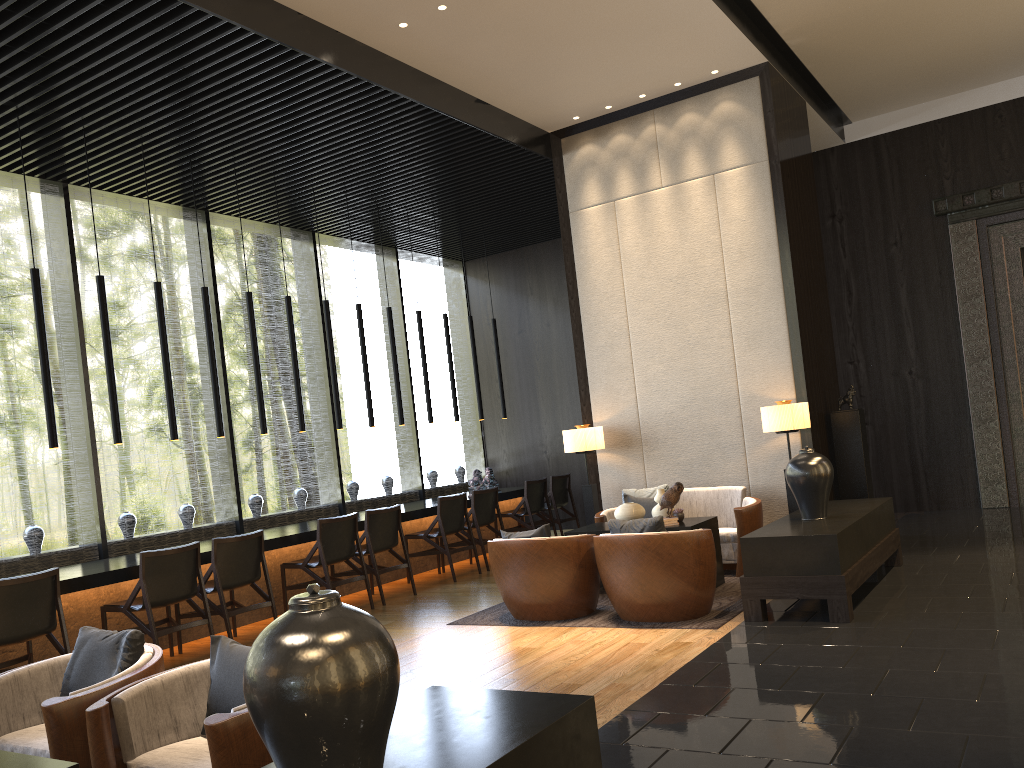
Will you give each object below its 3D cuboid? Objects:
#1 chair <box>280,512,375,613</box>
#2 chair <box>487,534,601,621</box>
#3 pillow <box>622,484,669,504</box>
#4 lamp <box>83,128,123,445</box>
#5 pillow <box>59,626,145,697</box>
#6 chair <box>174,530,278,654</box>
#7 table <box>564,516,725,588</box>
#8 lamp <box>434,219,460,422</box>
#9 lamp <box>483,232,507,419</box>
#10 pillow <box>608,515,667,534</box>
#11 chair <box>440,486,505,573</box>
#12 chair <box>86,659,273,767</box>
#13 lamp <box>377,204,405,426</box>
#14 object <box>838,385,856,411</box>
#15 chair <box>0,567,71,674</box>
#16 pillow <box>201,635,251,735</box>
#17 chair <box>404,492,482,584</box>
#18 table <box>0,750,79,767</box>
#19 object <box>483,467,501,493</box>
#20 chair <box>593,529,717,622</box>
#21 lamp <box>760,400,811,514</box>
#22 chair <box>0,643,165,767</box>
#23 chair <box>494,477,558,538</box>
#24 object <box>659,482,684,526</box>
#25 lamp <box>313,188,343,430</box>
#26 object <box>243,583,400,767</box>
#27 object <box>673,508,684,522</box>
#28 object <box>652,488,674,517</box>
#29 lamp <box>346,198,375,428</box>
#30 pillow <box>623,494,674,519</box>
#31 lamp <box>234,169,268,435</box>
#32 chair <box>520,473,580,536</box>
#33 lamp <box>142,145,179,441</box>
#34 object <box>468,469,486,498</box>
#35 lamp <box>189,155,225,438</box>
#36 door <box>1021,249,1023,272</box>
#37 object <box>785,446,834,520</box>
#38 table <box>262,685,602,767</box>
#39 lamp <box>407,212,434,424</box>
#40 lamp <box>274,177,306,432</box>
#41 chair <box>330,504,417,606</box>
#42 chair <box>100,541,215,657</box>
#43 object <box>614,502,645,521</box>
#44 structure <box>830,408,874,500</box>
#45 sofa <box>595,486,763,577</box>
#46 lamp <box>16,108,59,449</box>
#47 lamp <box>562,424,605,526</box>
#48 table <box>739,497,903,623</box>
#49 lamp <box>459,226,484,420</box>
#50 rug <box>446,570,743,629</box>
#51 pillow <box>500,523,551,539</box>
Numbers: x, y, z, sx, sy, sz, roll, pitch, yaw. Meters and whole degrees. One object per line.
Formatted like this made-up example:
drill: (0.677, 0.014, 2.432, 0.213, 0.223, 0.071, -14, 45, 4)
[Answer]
chair: (-1.556, 1.523, 7.417, 0.565, 0.826, 0.524, -7, -2, 32)
chair: (0.197, 1.358, 6.269, 0.806, 0.604, 0.605, -8, -3, 32)
pillow: (1.183, 1.101, 7.776, 0.433, 0.399, 0.201, -7, -1, 10)
lamp: (-3.071, -0.751, 6.608, 0.060, 2.419, 0.060, -7, -1, 27)
pillow: (-1.631, 1.163, 3.548, 0.400, 0.362, 0.221, -8, -2, 33)
chair: (-2.107, 1.526, 6.537, 0.565, 0.826, 0.524, -7, -2, 32)
table: (1.023, 1.344, 6.857, 1.045, 0.517, 0.574, -8, -3, 32)
lamp: (-0.772, -0.764, 10.279, 0.060, 2.419, 0.060, -7, -1, 27)
lamp: (-0.228, -0.767, 11.147, 0.060, 2.419, 0.060, -7, -1, 27)
pillow: (0.829, 1.031, 5.716, 0.400, 0.362, 0.221, -8, -2, 33)
chair: (-0.396, 1.516, 9.270, 0.565, 0.826, 0.524, -7, -2, 32)
chair: (-0.951, 1.266, 2.992, 0.806, 0.604, 0.605, -8, -3, 32)
lamp: (-1.306, -0.761, 9.427, 0.060, 2.419, 0.060, -7, -1, 27)
object: (2.948, 0.122, 7.794, 0.162, 0.217, 0.102, -7, -1, 20)
chair: (-2.949, 1.530, 5.193, 0.565, 0.826, 0.524, -7, -2, 32)
pillow: (-0.908, 1.054, 3.093, 0.443, 0.338, 0.204, -9, -2, 39)
chair: (-0.700, 1.518, 8.783, 0.565, 0.826, 0.524, -7, -2, 32)
table: (-1.741, 1.359, 2.444, 1.045, 0.517, 0.574, -8, -3, 32)
object: (-0.263, 1.123, 10.311, 0.163, 0.313, 0.210, -6, -2, -33)
chair: (0.917, 1.245, 5.814, 0.806, 0.604, 0.605, -8, -3, 32)
lamp: (2.292, 0.808, 7.218, 0.374, 1.350, 0.375, -6, -1, -10)
chair: (-1.670, 1.379, 3.447, 0.806, 0.604, 0.605, -8, -3, 32)
chair: (0.155, 1.513, 10.149, 0.565, 0.826, 0.524, -7, -2, 32)
object: (1.182, 0.894, 6.626, 0.228, 0.309, 0.174, -6, -1, -12)
lamp: (-1.809, -0.758, 8.623, 0.060, 2.419, 0.060, -7, -1, 27)
object: (-0.377, 0.652, 1.797, 0.310, 0.492, 0.313, -5, -2, -39)
object: (1.267, 0.992, 6.740, 0.091, 0.112, 0.091, -6, -2, -6)
object: (1.156, 0.935, 6.810, 0.174, 0.257, 0.175, -5, -2, -38)
lamp: (-1.560, -0.760, 9.021, 0.060, 2.419, 0.060, -7, -1, 27)
pillow: (1.188, 1.108, 7.591, 0.473, 0.361, 0.219, -8, -2, 29)
lamp: (-2.318, -0.755, 7.810, 0.060, 2.419, 0.060, -7, -1, 27)
chair: (0.460, 1.512, 10.636, 0.565, 0.826, 0.524, -7, -2, 32)
lamp: (-2.809, -0.753, 7.026, 0.060, 2.419, 0.060, -7, -1, 37)
object: (-0.400, 1.126, 10.102, 0.207, 0.310, 0.162, -7, -1, 12)
lamp: (-2.569, -0.754, 7.410, 0.060, 2.419, 0.060, -7, -1, 27)
door: (5.995, -0.163, 8.876, 1.291, 2.695, 0.052, -7, -1, 32)
object: (2.013, 0.663, 5.970, 0.312, 0.492, 0.311, -7, -2, 21)
table: (-0.498, 1.173, 1.824, 0.622, 0.512, 1.956, -8, -4, 32)
lamp: (-1.036, -0.762, 9.857, 0.060, 2.419, 0.060, -7, -1, 27)
lamp: (-2.073, -0.757, 8.202, 0.060, 2.419, 0.060, -7, -1, 27)
chair: (-1.251, 1.521, 7.903, 0.565, 0.826, 0.524, -7, -2, 32)
chair: (-2.412, 1.527, 6.050, 0.565, 0.826, 0.524, -7, -2, 32)
object: (0.926, 1.018, 6.958, 0.245, 0.168, 0.246, -6, -3, -10)
structure: (3.022, 0.832, 7.806, 0.241, 1.217, 0.239, -7, -1, 32)
sofa: (1.433, 1.256, 7.513, 1.454, 0.693, 0.601, -8, -3, 32)
lamp: (-3.333, -0.750, 6.189, 0.060, 2.419, 0.060, -7, -1, 37)
lamp: (0.726, 1.052, 8.210, 0.374, 1.350, 0.376, -6, -1, -28)
table: (2.176, 1.158, 6.094, 0.622, 0.512, 1.956, -8, -4, 32)
lamp: (-0.502, -0.765, 10.709, 0.060, 2.419, 0.060, -7, -1, 27)
rug: (0.973, 1.606, 6.824, 2.048, 0.008, 2.237, -9, -5, 32)
pillow: (0.107, 1.147, 6.172, 0.443, 0.338, 0.204, -9, -2, 39)
